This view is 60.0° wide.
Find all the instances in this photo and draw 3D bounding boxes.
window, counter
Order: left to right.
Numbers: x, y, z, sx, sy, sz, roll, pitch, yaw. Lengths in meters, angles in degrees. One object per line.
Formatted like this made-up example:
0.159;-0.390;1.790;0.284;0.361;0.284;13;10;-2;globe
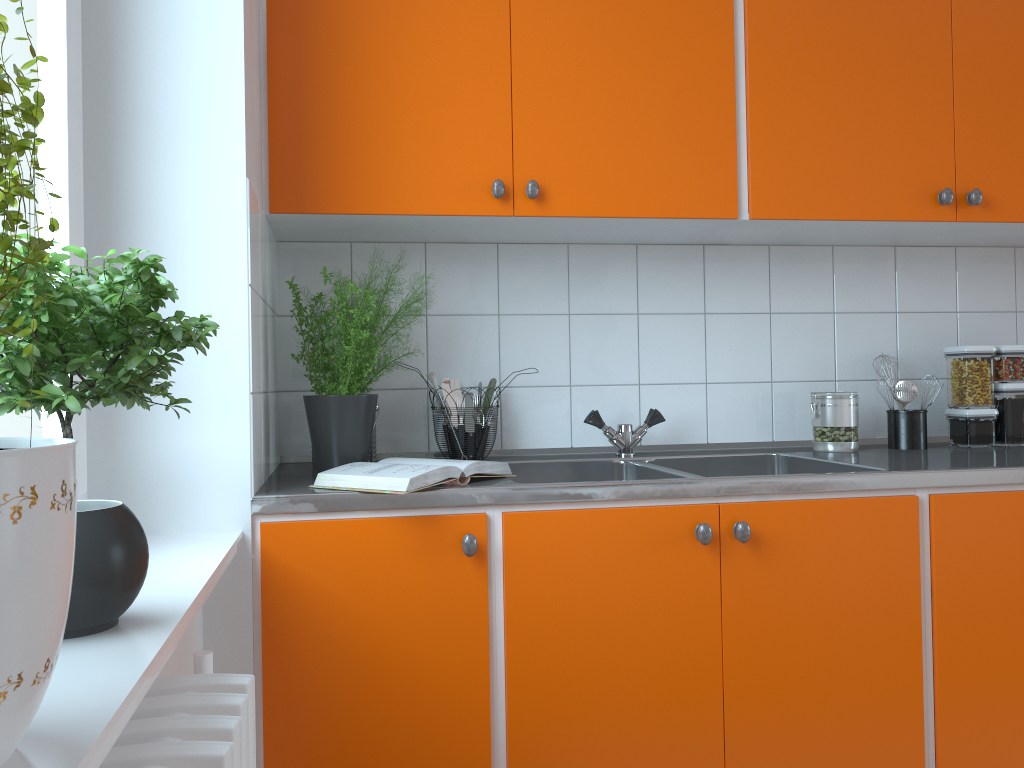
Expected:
-0.586;-0.710;0.865;0.110;1.929;1.287;-1;-1;-11;window
1.017;0.211;2.107;3.102;0.132;0.681;-1;0;-9;counter

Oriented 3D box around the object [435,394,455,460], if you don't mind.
-0.164;0.105;2.165;0.020;0.163;0.071;0;-1;-41;object

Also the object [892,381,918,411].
0.985;0.080;2.251;0.052;0.176;0.087;-1;-1;-1;object

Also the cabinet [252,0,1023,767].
1.015;-0.145;2.094;3.103;2.349;0.705;-1;-1;-9;cabinet

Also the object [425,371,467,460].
-0.156;0.078;2.101;0.098;0.218;0.018;-1;-1;-10;object

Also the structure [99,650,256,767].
-0.400;0.653;1.062;0.205;0.660;1.663;-1;0;-11;structure

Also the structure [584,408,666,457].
0.281;0.121;2.211;0.201;0.116;0.049;-1;-1;-9;structure

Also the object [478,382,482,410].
-0.083;0.089;2.202;0.017;0.189;0.059;-1;-1;10;object

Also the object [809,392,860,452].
0.822;0.095;2.254;0.118;0.150;0.116;-1;-1;24;object

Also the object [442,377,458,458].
-0.150;0.083;2.202;0.025;0.203;0.055;-1;-1;-27;object

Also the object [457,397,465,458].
-0.124;0.108;2.175;0.020;0.153;0.085;-1;-1;-4;object

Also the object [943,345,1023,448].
1.296;0.030;2.322;0.301;0.261;0.094;-1;-1;-9;object

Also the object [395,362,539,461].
-0.104;0.065;2.156;0.325;0.244;0.175;-1;-1;-32;object

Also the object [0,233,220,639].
-0.473;0.048;0.921;0.275;0.407;0.305;-2;-1;40;object

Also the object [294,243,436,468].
-0.339;-0.065;2.039;0.324;0.512;0.284;-1;-1;-14;object

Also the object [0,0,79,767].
-0.402;-0.036;0.576;0.214;0.574;0.390;-1;-1;-30;object

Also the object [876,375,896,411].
0.974;0.073;2.277;0.045;0.190;0.106;-2;-1;42;object

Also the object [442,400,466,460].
-0.144;0.112;2.157;0.019;0.146;0.110;-1;-1;-30;object

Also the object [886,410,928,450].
1.016;0.120;2.277;0.095;0.105;0.097;-1;0;-29;object

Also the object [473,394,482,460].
-0.084;0.103;2.171;0.020;0.163;0.071;-1;-1;-7;object

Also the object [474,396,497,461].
-0.063;0.104;2.149;0.077;0.158;0.021;-1;-1;-42;object

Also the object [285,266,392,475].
-0.355;-0.022;1.810;0.193;0.432;0.155;-1;-1;14;object

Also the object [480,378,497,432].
-0.073;0.085;2.185;0.074;0.198;0.024;-1;-1;-32;object

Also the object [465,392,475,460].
-0.105;0.085;2.182;0.074;0.199;0.135;-1;-1;-30;object

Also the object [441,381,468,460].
-0.139;0.089;2.187;0.024;0.192;0.089;0;-1;-44;object

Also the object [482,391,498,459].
-0.059;0.101;2.170;0.054;0.166;0.021;-1;-1;-33;object

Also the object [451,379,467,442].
-0.121;0.085;2.203;0.076;0.198;0.022;-2;-1;44;object

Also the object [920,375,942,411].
1.045;0.042;2.234;0.044;0.131;0.076;-1;-1;-18;object

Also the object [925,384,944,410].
1.056;0.081;2.267;0.034;0.164;0.118;-1;-1;-30;object

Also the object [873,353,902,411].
1.024;0.041;2.339;0.063;0.251;0.185;-1;-1;-9;object

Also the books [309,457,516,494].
-0.183;0.168;1.699;0.235;0.040;0.338;-1;0;35;books
